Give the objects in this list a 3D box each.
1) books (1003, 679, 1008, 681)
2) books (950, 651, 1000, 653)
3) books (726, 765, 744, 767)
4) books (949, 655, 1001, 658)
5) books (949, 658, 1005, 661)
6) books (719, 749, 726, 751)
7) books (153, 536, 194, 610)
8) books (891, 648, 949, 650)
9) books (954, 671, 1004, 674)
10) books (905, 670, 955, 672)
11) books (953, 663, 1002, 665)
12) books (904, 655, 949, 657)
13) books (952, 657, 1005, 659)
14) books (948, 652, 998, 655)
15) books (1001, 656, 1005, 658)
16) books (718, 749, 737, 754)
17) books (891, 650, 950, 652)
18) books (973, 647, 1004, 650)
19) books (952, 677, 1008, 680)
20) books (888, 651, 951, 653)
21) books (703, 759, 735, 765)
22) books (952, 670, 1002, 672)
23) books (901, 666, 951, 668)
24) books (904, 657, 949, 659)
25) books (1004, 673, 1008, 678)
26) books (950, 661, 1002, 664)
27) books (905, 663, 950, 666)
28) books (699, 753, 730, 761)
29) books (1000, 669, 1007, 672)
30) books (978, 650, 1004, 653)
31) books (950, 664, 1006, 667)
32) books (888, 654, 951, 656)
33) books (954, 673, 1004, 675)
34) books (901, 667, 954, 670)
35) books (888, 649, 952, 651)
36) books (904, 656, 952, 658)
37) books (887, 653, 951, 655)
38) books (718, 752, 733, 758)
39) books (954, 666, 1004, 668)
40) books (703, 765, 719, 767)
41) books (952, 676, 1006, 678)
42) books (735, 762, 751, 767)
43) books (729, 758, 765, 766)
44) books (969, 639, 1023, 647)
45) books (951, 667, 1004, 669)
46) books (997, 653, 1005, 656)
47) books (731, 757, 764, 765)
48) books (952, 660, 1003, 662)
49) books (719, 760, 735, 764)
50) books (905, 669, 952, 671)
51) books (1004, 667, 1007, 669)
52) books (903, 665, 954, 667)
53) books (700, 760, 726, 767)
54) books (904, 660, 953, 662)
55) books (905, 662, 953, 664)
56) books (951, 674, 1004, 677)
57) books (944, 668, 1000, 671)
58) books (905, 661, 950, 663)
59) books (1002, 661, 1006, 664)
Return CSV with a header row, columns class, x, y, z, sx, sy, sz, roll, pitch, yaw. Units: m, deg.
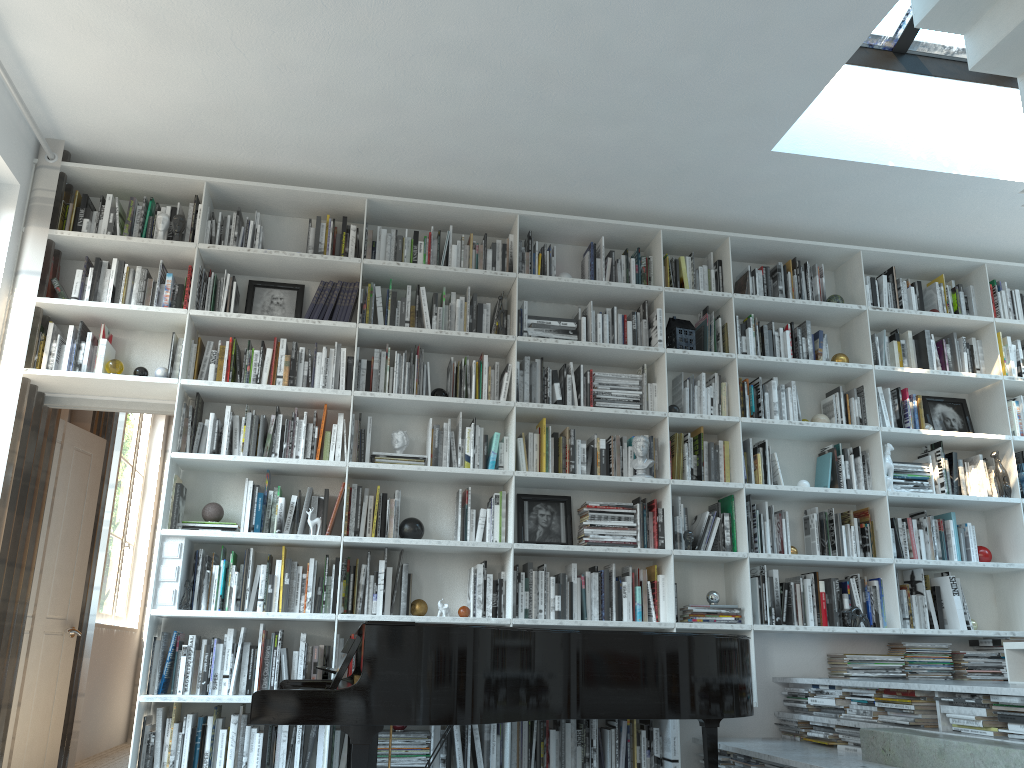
class,x,y,z,sx,sy,sz,roll,pitch,yaw
books,2.751,1.641,4.908,0.159,0.012,0.279,3,-17,-7
books,2.613,1.503,4.963,0.368,0.007,0.206,3,-17,-8
books,1.127,1.807,4.138,0.191,0.028,0.213,3,-17,-6
books,2.612,1.524,4.956,0.328,0.008,0.208,3,-17,-8
books,2.612,1.541,4.955,0.368,0.007,0.206,4,-18,-11
books,1.087,1.820,4.438,0.157,0.007,0.269,3,-17,-5
books,-1.622,0.918,4.259,0.106,0.339,0.308,4,-17,-10
books,2.251,1.463,4.897,0.254,0.005,0.161,6,-18,-15
books,2.611,1.605,4.935,0.328,0.008,0.208,4,-18,-11
books,2.249,1.574,4.863,0.285,0.007,0.160,3,-17,-5
books,2.613,1.561,4.942,0.368,0.007,0.206,3,-17,-7
books,2.246,1.501,4.893,0.254,0.005,0.161,4,-18,-11
books,2.614,1.530,4.946,0.327,0.008,0.208,3,-17,-5
books,2.614,1.507,4.952,0.368,0.007,0.206,6,-18,-15
books,2.752,1.526,4.942,0.169,0.010,0.283,4,-18,-11
books,1.094,1.831,4.437,0.158,0.014,0.235,5,-18,-12
books,2.250,1.474,4.896,0.254,0.005,0.161,3,-17,-6
books,2.751,1.478,4.956,0.159,0.012,0.286,5,-18,-14
books,2.613,1.632,4.918,0.328,0.008,0.208,5,-18,-14
books,2.247,1.478,4.893,0.285,0.005,0.160,5,-18,-14
books,1.080,1.883,4.419,0.188,0.009,0.211,4,-18,-11
books,2.612,1.597,4.932,0.368,0.007,0.206,5,-18,-13
books,2.249,1.555,4.871,0.254,0.007,0.161,5,-18,-14
books,2.245,1.512,4.892,0.254,0.005,0.161,4,-18,-10
books,2.755,1.616,4.916,0.160,0.025,0.244,4,-18,-11
books,2.613,1.553,4.945,0.328,0.008,0.208,5,-18,-13
books,2.248,1.544,4.881,0.254,0.007,0.161,4,-18,-9
books,1.073,1.859,4.424,0.191,0.013,0.244,5,-18,-14
books,2.745,1.589,4.922,0.183,0.012,0.206,4,-18,-11
books,2.751,1.496,4.951,0.165,0.015,0.244,3,-17,-7
books,2.611,1.569,4.946,0.328,0.008,0.208,4,-18,-9
books,2.246,1.496,4.895,0.285,0.005,0.160,4,-18,-9
books,2.610,1.614,4.935,0.328,0.008,0.208,4,-18,-10
books,2.248,1.563,4.874,0.285,0.007,0.160,3,-17,-8
books,2.250,1.469,4.899,0.285,0.005,0.160,5,-18,-13
books,2.246,1.506,4.890,0.285,0.005,0.160,5,-18,-12
books,2.246,1.491,4.897,0.285,0.005,0.160,4,-18,-11
books,1.108,1.847,4.434,0.133,0.017,0.232,4,-18,-9
books,2.611,1.577,4.944,0.368,0.007,0.206,4,-18,-9
books,1.079,1.916,4.408,0.179,0.012,0.262,3,-17,-7
books,2.612,1.626,4.923,0.328,0.008,0.208,3,-17,-7
books,1.156,1.786,4.150,0.143,0.019,0.231,4,-18,-9
books,1.145,1.773,4.152,0.160,0.009,0.292,3,-17,-8
books,2.736,1.450,4.961,0.204,0.035,0.267,4,-18,-9
books,2.612,1.583,4.939,0.328,0.008,0.208,5,-18,-12
books,2.745,1.511,4.945,0.173,0.019,0.197,3,-17,-5
books,1.155,1.767,4.155,0.126,0.005,0.291,6,-18,-15
books,2.612,1.547,4.949,0.328,0.008,0.208,3,-17,-8
books,1.103,1.874,4.426,0.136,0.013,0.259,5,-18,-12
books,2.249,1.568,4.867,0.254,0.007,0.161,5,-18,-14
books,2.758,1.579,4.928,0.149,0.013,0.210,3,-17,-7
books,2.249,1.548,4.873,0.285,0.007,0.160,5,-18,-14
books,1.078,1.892,4.415,0.177,0.012,0.279,5,-18,-14
books,2.248,1.524,4.887,0.285,0.007,0.160,4,-18,-9
books,2.249,1.535,4.874,0.285,0.007,0.160,6,-18,-15
books,2.611,1.620,4.931,0.368,0.007,0.206,4,-18,-9
books,2.612,1.590,4.936,0.328,0.008,0.208,3,-17,-8
books,2.248,1.531,4.885,0.254,0.007,0.161,4,-18,-9
books,2.756,1.552,4.935,0.165,0.014,0.236,4,-18,-10
